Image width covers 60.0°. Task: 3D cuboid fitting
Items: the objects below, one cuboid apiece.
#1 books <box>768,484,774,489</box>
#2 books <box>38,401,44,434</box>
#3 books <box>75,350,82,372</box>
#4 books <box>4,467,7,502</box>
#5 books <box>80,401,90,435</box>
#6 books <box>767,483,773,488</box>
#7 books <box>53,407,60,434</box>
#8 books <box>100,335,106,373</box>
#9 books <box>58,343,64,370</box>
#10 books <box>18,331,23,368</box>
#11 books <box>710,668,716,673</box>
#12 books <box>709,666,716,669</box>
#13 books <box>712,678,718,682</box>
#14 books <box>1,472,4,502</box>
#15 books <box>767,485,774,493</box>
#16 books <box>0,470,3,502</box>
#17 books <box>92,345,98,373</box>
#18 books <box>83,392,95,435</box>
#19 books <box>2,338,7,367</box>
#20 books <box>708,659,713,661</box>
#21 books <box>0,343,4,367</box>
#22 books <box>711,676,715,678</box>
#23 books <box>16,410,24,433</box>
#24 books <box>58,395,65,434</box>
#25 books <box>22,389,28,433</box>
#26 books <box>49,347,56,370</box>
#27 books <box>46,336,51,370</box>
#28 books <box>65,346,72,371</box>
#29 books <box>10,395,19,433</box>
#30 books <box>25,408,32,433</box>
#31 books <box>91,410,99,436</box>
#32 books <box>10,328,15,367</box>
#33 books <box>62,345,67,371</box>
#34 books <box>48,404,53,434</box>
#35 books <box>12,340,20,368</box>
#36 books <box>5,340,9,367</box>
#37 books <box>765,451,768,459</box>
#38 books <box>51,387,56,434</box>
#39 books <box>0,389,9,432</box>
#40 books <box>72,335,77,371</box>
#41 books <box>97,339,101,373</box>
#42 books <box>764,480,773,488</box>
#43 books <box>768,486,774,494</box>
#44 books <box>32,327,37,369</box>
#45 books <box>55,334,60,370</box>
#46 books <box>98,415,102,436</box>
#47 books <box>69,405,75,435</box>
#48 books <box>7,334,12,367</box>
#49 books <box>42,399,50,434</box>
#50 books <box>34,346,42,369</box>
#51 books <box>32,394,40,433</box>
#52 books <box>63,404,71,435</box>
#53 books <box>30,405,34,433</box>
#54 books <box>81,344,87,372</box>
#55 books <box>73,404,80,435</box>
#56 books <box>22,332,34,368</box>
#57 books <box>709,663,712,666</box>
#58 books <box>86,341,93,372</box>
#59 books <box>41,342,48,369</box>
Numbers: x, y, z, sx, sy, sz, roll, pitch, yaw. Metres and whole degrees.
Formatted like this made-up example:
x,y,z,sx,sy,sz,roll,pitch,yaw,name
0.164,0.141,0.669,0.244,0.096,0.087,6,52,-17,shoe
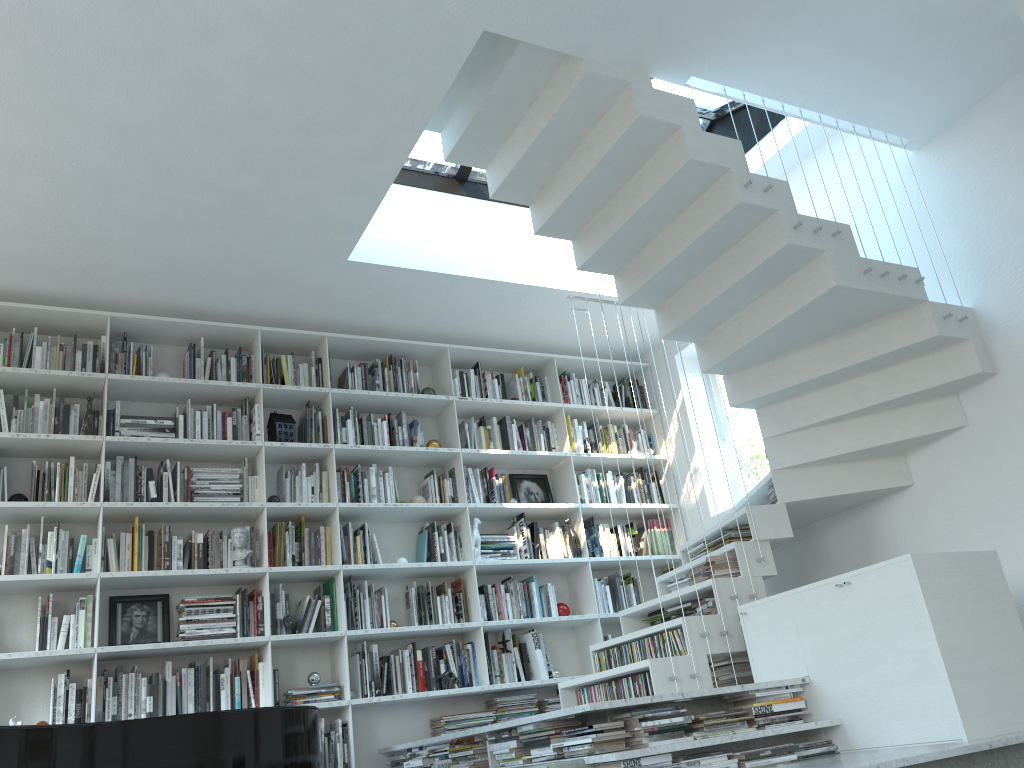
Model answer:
x,y,z,sx,sy,sz,roll,pitch,yaw,name
1.546,0.546,4.843,0.262,0.016,0.132,-6,-23,-7,books
-2.550,0.233,4.794,0.021,0.225,0.192,4,-25,-28,books
-2.453,-0.071,5.005,0.031,0.184,0.177,4,-25,-28,books
-2.630,0.563,4.607,0.031,0.231,0.148,4,-25,-28,books
-2.370,0.233,4.906,0.055,0.262,0.167,4,-25,-28,books
1.546,0.526,4.827,0.266,0.008,0.164,-4,-23,-10,books
-2.495,0.254,4.847,0.024,0.212,0.150,4,-25,-28,books
-2.352,-0.110,5.083,0.026,0.287,0.176,4,-25,-28,books
-2.535,-0.095,4.974,0.021,0.227,0.161,4,-25,-28,books
-2.712,-0.130,4.890,0.013,0.275,0.165,4,-25,-28,books
1.311,1.840,5.687,0.177,0.025,0.131,3,-25,-25,books
1.316,1.816,5.680,0.242,0.013,0.167,5,-26,-30,books
1.324,1.888,5.656,0.198,0.014,0.160,5,-26,-29,books
-2.646,0.575,4.601,0.004,0.208,0.132,4,-25,-28,books
1.548,0.552,4.828,0.285,0.007,0.160,-7,-23,-4,books
-2.654,0.571,4.601,0.012,0.217,0.151,4,-25,-28,books
-2.381,-0.085,5.050,0.026,0.224,0.173,4,-25,-28,books
-2.359,0.216,4.920,0.058,0.301,0.175,4,-25,-28,books
-2.780,-0.113,4.853,0.013,0.233,0.155,4,-25,-28,books
1.308,1.774,5.701,0.196,0.010,0.160,5,-26,-30,books
-2.798,-0.098,4.839,0.030,0.200,0.152,4,-25,-28,books
1.318,1.873,5.669,0.190,0.010,0.139,3,-25,-25,books
-2.638,0.252,4.749,0.028,0.179,0.168,4,-25,-28,books
-2.481,0.221,4.874,0.022,0.289,0.147,4,-25,-28,books
-2.629,0.195,4.782,0.012,0.306,0.145,4,-25,-28,books
-2.578,-0.083,4.970,0.029,0.212,0.142,4,-25,-28,books
-2.597,-0.113,4.963,0.014,0.268,0.157,4,-25,-28,books
-2.494,-0.086,4.974,0.026,0.199,0.188,4,-25,-28,books
-2.670,0.214,4.758,0.027,0.264,0.169,4,-25,-28,books
-2.618,0.250,4.793,0.024,0.211,0.128,4,-25,-28,books
-2.326,0.270,4.943,0.028,0.211,0.135,4,-25,-28,books
-2.750,-0.142,4.878,0.010,0.297,0.151,4,-25,-28,books
-2.513,-0.089,4.969,0.013,0.206,0.178,4,-25,-28,books
-2.518,0.240,4.828,0.013,0.230,0.142,4,-25,-28,books
-2.734,-0.107,4.885,0.029,0.234,0.130,4,-25,-28,books
-2.764,-0.107,4.849,0.011,0.215,0.160,4,-25,-28,books
1.526,0.352,4.840,0.283,0.012,0.176,-14,-23,13,books
-2.508,0.199,4.841,0.011,0.312,0.184,4,-25,-28,books
-2.710,0.195,4.725,0.075,0.284,0.179,4,-25,-28,books
-2.482,-0.116,5.018,0.013,0.284,0.160,4,-25,-28,books
-2.370,-0.099,5.073,0.014,0.266,0.172,4,-25,-28,books
1.544,0.525,4.842,0.300,0.007,0.159,-6,-23,-5,books
1.549,0.557,4.824,0.290,0.006,0.150,-8,-23,-1,books
-2.662,-0.139,4.937,0.014,0.314,0.166,4,-25,-28,books
-2.550,-0.116,4.968,0.014,0.265,0.192,4,-25,-28,books
-2.307,0.282,4.957,0.019,0.193,0.098,4,-25,-28,books
-2.424,0.249,4.872,0.022,0.221,0.161,4,-25,-28,books
-2.756,-0.122,4.862,0.013,0.250,0.184,4,-25,-28,books
-2.539,0.226,4.826,0.028,0.259,0.136,4,-25,-28,books
-2.630,-0.084,4.918,0.031,0.189,0.182,4,-25,-28,books
-2.586,0.213,4.813,0.026,0.285,0.138,4,-25,-28,books
-2.444,0.248,4.856,0.030,0.217,0.183,4,-25,-28,books
-2.591,0.243,4.780,0.010,0.207,0.174,4,-25,-28,books
-2.436,-0.089,5.036,0.026,0.236,0.149,4,-25,-28,books
-2.411,0.250,4.898,0.025,0.236,0.153,4,-25,-28,books
-2.682,-0.128,4.903,0.052,0.271,0.173,4,-25,-28,books
1.307,1.802,5.700,0.258,0.022,0.129,6,-27,-32,books
-2.417,-0.094,5.060,0.030,0.260,0.152,4,-25,-28,books
-2.612,-0.099,4.947,0.026,0.235,0.135,4,-25,-28,books
